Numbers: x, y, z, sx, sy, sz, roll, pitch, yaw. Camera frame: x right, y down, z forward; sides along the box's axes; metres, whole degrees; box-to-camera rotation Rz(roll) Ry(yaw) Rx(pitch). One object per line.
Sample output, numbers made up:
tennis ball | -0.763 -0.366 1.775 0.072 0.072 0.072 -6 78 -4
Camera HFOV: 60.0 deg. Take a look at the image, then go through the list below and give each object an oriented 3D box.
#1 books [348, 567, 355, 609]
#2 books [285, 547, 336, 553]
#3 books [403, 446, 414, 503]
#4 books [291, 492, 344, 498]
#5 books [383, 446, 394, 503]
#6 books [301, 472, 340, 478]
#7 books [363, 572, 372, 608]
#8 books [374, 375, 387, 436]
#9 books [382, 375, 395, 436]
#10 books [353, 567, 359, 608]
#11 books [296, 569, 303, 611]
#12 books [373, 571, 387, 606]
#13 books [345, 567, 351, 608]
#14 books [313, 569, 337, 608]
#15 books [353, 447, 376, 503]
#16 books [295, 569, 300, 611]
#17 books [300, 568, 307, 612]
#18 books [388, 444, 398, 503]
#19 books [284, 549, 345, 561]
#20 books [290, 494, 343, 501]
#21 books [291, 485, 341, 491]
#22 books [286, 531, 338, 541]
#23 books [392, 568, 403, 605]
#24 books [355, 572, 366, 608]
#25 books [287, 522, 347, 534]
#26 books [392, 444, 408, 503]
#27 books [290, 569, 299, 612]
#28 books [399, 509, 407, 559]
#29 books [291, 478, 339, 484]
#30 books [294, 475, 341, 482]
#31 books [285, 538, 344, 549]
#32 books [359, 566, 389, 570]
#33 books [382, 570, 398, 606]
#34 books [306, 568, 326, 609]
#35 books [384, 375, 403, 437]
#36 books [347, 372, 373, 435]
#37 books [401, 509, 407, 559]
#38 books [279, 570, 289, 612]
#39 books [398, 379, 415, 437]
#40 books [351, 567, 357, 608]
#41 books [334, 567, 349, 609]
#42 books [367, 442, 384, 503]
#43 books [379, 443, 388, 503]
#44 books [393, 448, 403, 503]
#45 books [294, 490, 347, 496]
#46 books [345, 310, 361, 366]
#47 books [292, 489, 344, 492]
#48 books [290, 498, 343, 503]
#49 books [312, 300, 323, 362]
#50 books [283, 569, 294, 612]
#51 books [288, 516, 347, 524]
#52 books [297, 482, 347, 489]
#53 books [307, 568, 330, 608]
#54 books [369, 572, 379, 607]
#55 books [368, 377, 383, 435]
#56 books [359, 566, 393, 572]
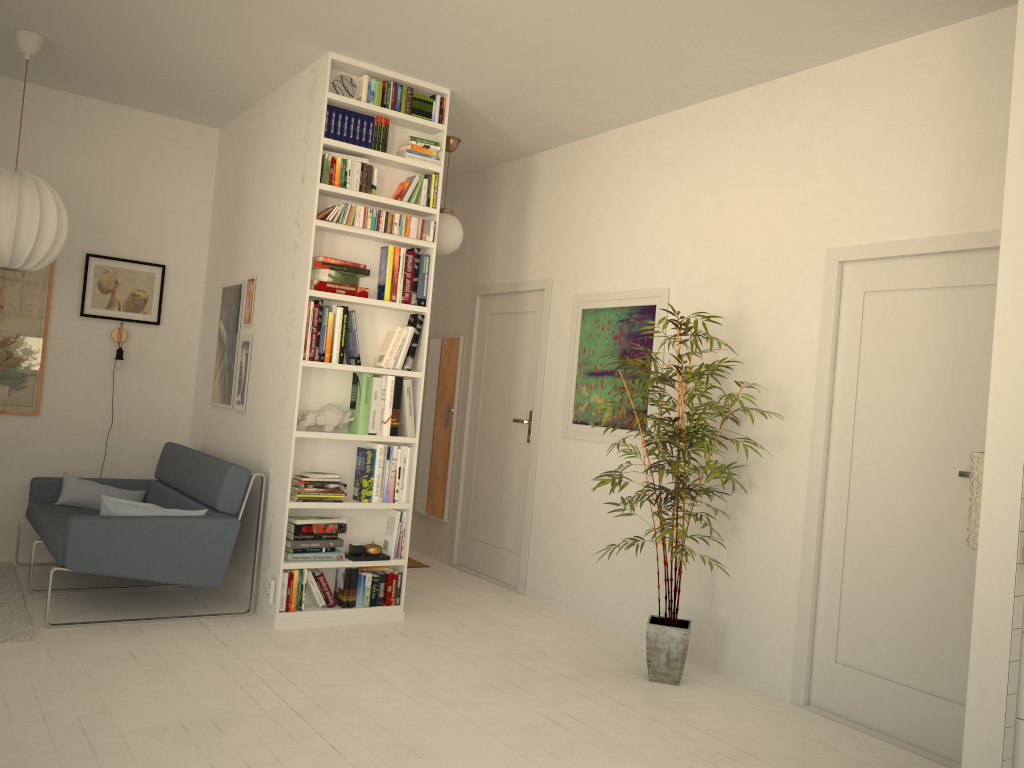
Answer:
books | -0.891 1.062 4.708 0.015 0.214 0.202 6 -2 -34
books | -1.065 0.848 4.613 0.241 0.024 0.168 6 -1 -39
books | -0.623 0.492 4.903 0.039 0.303 0.229 6 -2 -34
books | -1.020 0.573 4.606 0.248 0.009 0.171 6 -1 -31
books | -0.702 0.486 4.804 0.035 0.304 0.150 6 -2 -34
books | -1.000 0.472 4.606 0.166 0.019 0.127 6 -1 -41
books | -0.822 1.088 4.774 0.032 0.176 0.222 6 -2 -34
books | -0.753 0.112 4.811 0.023 0.321 0.235 6 -2 -34
books | -0.719 0.114 4.818 0.037 0.324 0.240 6 -2 -34
books | -0.873 1.064 4.736 0.015 0.214 0.202 6 -2 -34
books | -1.125 1.039 4.569 0.021 0.215 0.174 6 -2 -34
books | -0.757 1.099 4.836 0.050 0.170 0.221 6 -2 -34
books | -0.911 1.060 4.710 0.015 0.214 0.202 6 -2 -34
books | -0.994 1.066 4.642 0.131 0.188 0.136 6 -2 -34
books | -0.808 0.482 4.764 0.057 0.284 0.200 6 -2 -34
books | -1.139 1.042 4.558 0.012 0.206 0.193 6 -2 -34
books | -1.103 1.041 4.565 0.010 0.215 0.193 6 -2 -34
books | -0.694 0.483 4.847 0.025 0.305 0.213 6 -2 -34
books | -1.048 0.885 4.625 0.297 0.038 0.204 6 -1 -29
books | -1.026 0.584 4.592 0.246 0.014 0.173 6 -1 -35
books | -1.021 0.539 4.591 0.237 0.012 0.120 6 -1 -39
books | -1.048 0.782 4.603 0.247 0.039 0.143 6 -1 -37
books | -0.676 1.104 4.889 0.032 0.176 0.230 6 -2 -34
books | -0.855 1.084 4.758 0.044 0.179 0.224 6 -2 -34
books | -1.030 0.740 4.616 0.285 0.047 0.185 6 -1 -34
books | -0.636 0.488 4.858 0.037 0.308 0.161 6 -2 -34
books | -1.144 1.040 4.538 0.020 0.211 0.185 6 -2 -34
books | -0.636 0.816 4.878 0.007 0.257 0.181 6 -2 -34
books | -1.030 0.501 4.601 0.221 0.010 0.169 6 -1 -31
books | -1.022 0.488 4.616 0.212 0.017 0.165 6 -1 -37
books | -1.047 0.818 4.605 0.297 0.039 0.165 6 -1 -39
books | -0.762 0.988 4.782 0.165 0.006 0.103 6 -1 -34
books | -0.702 1.099 4.849 0.056 0.180 0.202 6 -2 -34
books | -1.045 1.053 4.608 0.135 0.200 0.134 6 -2 -34
books | -0.677 0.116 4.841 0.056 0.327 0.202 6 -2 -34
books | -0.828 0.102 4.734 0.056 0.328 0.229 6 -2 -34
books | -0.624 0.818 4.876 0.011 0.256 0.139 6 -2 -34
books | -1.196 1.043 4.513 0.039 0.199 0.185 6 -2 -34
books | -0.616 0.128 4.890 0.099 0.316 0.229 6 -2 -34
books | -0.883 1.063 4.723 0.015 0.214 0.202 6 -2 -34
books | -0.919 1.059 4.696 0.015 0.214 0.202 6 -2 -34
books | -0.775 0.472 4.800 0.037 0.312 0.241 6 -2 -34
books | -0.749 0.475 4.820 0.027 0.311 0.229 6 -2 -34
books | -0.668 0.492 4.849 0.022 0.291 0.208 6 -2 -34
books | -1.014 0.562 4.641 0.255 0.014 0.197 6 -1 -24
books | -0.868 -0.242 4.693 0.093 0.288 0.200 6 -2 -34
books | -1.019 0.549 4.615 0.250 0.008 0.135 6 -1 -38
books | -1.024 0.596 4.597 0.247 0.009 0.170 6 -1 -31
books | -1.031 -0.274 4.584 0.021 0.317 0.179 6 -2 -34
books | -1.166 1.041 4.528 0.026 0.206 0.187 6 -2 -34
books | -1.032 0.703 4.631 0.297 0.024 0.162 6 -2 -43
books | -1.000 0.523 4.630 0.235 0.025 0.163 6 -1 -28
books | -1.017 1.060 4.619 0.118 0.192 0.118 6 -2 -34
books | -0.790 1.098 4.796 0.048 0.163 0.209 6 -2 -34
books | -0.780 0.117 4.771 0.065 0.311 0.200 6 -2 -34
books | -0.762 0.997 4.804 0.193 0.012 0.130 6 -1 -34
